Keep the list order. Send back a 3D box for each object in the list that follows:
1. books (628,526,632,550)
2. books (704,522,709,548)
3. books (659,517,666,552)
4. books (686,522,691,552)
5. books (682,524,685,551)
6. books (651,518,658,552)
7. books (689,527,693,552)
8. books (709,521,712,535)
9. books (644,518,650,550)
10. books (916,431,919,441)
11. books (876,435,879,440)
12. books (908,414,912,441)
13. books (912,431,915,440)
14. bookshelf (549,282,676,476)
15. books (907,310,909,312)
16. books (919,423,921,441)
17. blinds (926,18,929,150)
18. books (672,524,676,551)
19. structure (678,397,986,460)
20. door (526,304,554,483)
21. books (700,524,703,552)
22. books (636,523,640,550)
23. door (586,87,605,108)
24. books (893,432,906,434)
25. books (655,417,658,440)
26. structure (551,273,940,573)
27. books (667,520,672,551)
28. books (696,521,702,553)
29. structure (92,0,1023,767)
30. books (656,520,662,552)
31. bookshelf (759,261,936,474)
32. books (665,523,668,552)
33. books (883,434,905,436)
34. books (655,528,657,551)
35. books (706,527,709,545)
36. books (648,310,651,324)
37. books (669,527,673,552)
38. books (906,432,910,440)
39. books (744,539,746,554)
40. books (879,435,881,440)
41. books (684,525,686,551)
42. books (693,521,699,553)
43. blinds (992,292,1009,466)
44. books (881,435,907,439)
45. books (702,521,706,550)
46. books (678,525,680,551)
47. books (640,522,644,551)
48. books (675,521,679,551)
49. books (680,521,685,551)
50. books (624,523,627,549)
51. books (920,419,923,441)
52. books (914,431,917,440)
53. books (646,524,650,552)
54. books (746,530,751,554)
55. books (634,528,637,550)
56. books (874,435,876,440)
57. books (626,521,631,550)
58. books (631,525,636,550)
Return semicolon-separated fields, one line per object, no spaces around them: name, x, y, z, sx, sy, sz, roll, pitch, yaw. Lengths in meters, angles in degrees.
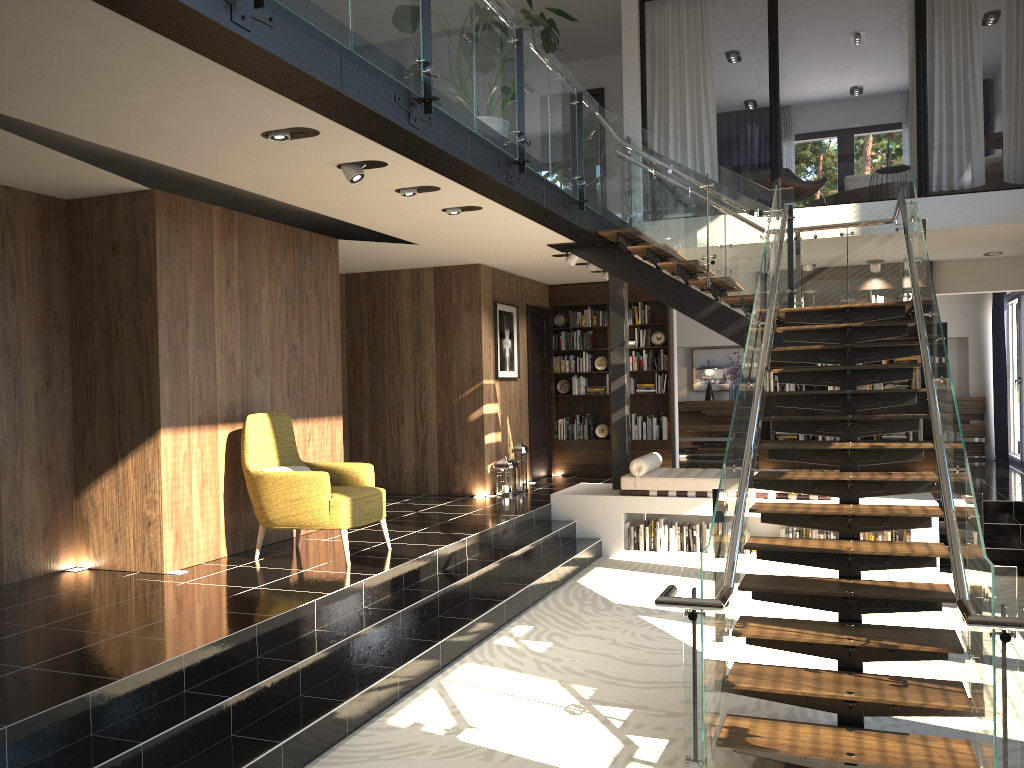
books;1.259;1.628;9.374;0.024;0.229;0.171;-1;0;21
books;2.012;1.583;9.159;0.025;0.287;0.169;-1;0;21
books;1.585;1.566;9.260;0.051;0.338;0.187;-1;0;21
books;1.834;1.590;9.215;0.028;0.282;0.172;-1;0;21
books;1.801;1.602;9.255;0.023;0.260;0.133;-1;0;21
books;1.490;1.576;9.277;0.030;0.322;0.202;-1;0;21
books;1.876;1.613;9.214;0.050;0.234;0.149;-1;0;21
books;2.059;1.573;9.135;0.026;0.305;0.187;-1;0;21
books;1.423;1.582;9.337;0.029;0.314;0.163;-1;0;21
books;5.001;0.577;10.949;0.022;0.234;0.178;-1;0;21
books;4.574;0.604;11.105;0.025;0.199;0.149;-1;0;21
books;4.926;0.533;10.967;0.030;0.326;0.195;-1;0;21
books;4.954;0.540;10.959;0.027;0.311;0.148;-1;0;21
bookshelf;1.386;-0.067;12.360;1.703;2.683;0.273;-1;1;21
books;4.787;-0.893;11.043;0.285;0.025;0.176;-1;0;22
books;5.019;0.567;10.933;0.023;0.254;0.191;-1;0;21
blinds;4.263;-3.255;8.728;0.670;2.699;0.134;-1;1;21
books;1.697;1.598;9.239;0.021;0.271;0.148;-1;0;21
structure;4.393;0.750;14.938;6.277;0.982;0.885;-1;0;21
door;0.353;0.128;12.097;0.104;2.347;0.931;-1;1;21
books;1.970;1.592;9.186;0.029;0.271;0.128;-1;0;21
books;1.349;1.613;9.376;0.030;0.256;0.145;-1;0;21
door;0.868;-2.895;12.411;0.931;2.347;0.104;-1;1;21
books;4.753;0.606;11.043;0.263;0.024;0.167;-1;0;16
books;1.978;0.609;12.138;0.011;0.300;0.153;-1;0;21
structure;2.367;0.168;9.407;3.782;3.245;1.148;-1;0;21
books;1.646;1.578;9.246;0.021;0.313;0.139;-1;1;21
books;1.938;1.582;9.179;0.025;0.293;0.205;-1;0;21
structure;1.069;-0.224;5.841;3.447;4.869;7.278;-1;0;20
books;1.543;1.582;9.254;0.028;0.309;0.211;-1;0;21
bookshelf;4.211;-0.129;11.278;2.090;2.683;0.273;-1;1;21
books;1.621;1.593;9.246;0.025;0.282;0.149;-1;0;21
books;4.758;0.631;11.055;0.250;0.026;0.148;-1;0;17
books;1.526;1.618;9.288;0.029;0.237;0.146;-1;0;21
books;2.029;1.603;9.129;0.027;0.246;0.193;-1;0;21
books;1.890;-0.913;12.186;0.022;0.195;0.135;-1;0;21
books;1.669;1.613;9.235;0.029;0.240;0.165;-1;0;21
books;4.901;0.573;10.976;0.026;0.247;0.149;-1;0;21
books;2.381;1.590;9.026;0.020;0.257;0.154;-1;0;21
books;4.595;0.584;11.088;0.026;0.238;0.159;-1;0;21
books;1.815;1.601;9.232;0.019;0.261;0.183;-1;0;21
books;1.906;1.579;9.177;0.033;0.299;0.195;-1;0;21
blinds;7.158;-0.161;13.043;0.161;2.771;1.080;-1;1;19
books;4.754;0.659;11.045;0.286;0.030;0.176;-1;0;19
books;1.993;1.573;9.176;0.023;0.308;0.126;-1;1;21
books;1.761;1.609;9.288;0.026;0.247;0.149;-1;0;21
books;1.384;1.603;9.323;0.035;0.273;0.200;-1;0;21
books;1.724;1.585;9.253;0.020;0.295;0.102;-1;1;21
books;1.784;1.590;9.278;0.025;0.285;0.137;-1;0;21
books;1.224;1.608;9.420;0.025;0.270;0.156;-1;0;21
books;5.038;0.556;10.918;0.025;0.274;0.204;-1;0;21
books;4.981;0.561;10.960;0.023;0.267;0.147;-1;0;21
books;1.437;1.612;9.293;0.027;0.254;0.204;-1;0;21
books;2.405;1.609;9.018;0.030;0.218;0.186;-1;0;21
books;1.320;1.636;9.384;0.029;0.211;0.130;-1;0;21
books;4.555;0.572;11.126;0.024;0.264;0.174;-1;0;21
books;1.241;1.600;9.396;0.024;0.286;0.130;-1;1;21
books;1.284;1.622;9.368;0.027;0.241;0.150;-1;0;21
